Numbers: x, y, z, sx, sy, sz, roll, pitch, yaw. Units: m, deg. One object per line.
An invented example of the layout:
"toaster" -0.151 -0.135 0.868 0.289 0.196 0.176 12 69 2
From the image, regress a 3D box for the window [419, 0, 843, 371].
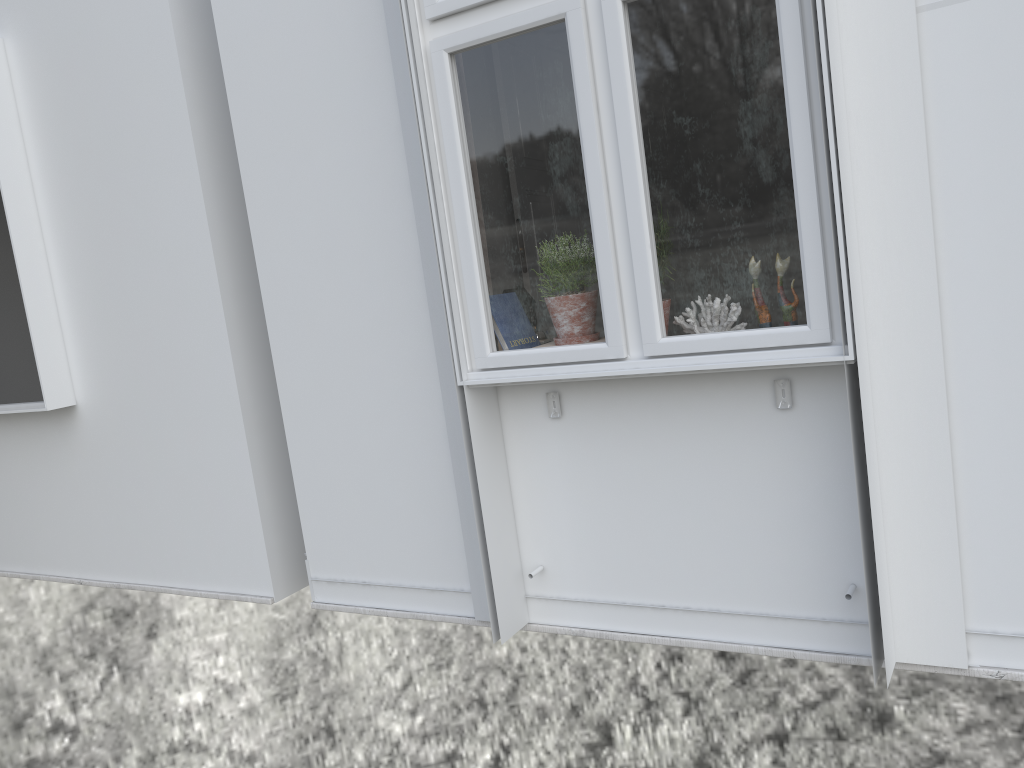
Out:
"window" 0.236 -0.812 2.252 1.047 1.536 0.079 -4 8 31

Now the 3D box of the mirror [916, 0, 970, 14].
"mirror" 1.319 -0.108 1.957 0.668 1.553 0.145 -4 8 31

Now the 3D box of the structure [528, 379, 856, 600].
"structure" 0.465 0.283 2.500 0.935 0.600 0.216 -4 8 31
